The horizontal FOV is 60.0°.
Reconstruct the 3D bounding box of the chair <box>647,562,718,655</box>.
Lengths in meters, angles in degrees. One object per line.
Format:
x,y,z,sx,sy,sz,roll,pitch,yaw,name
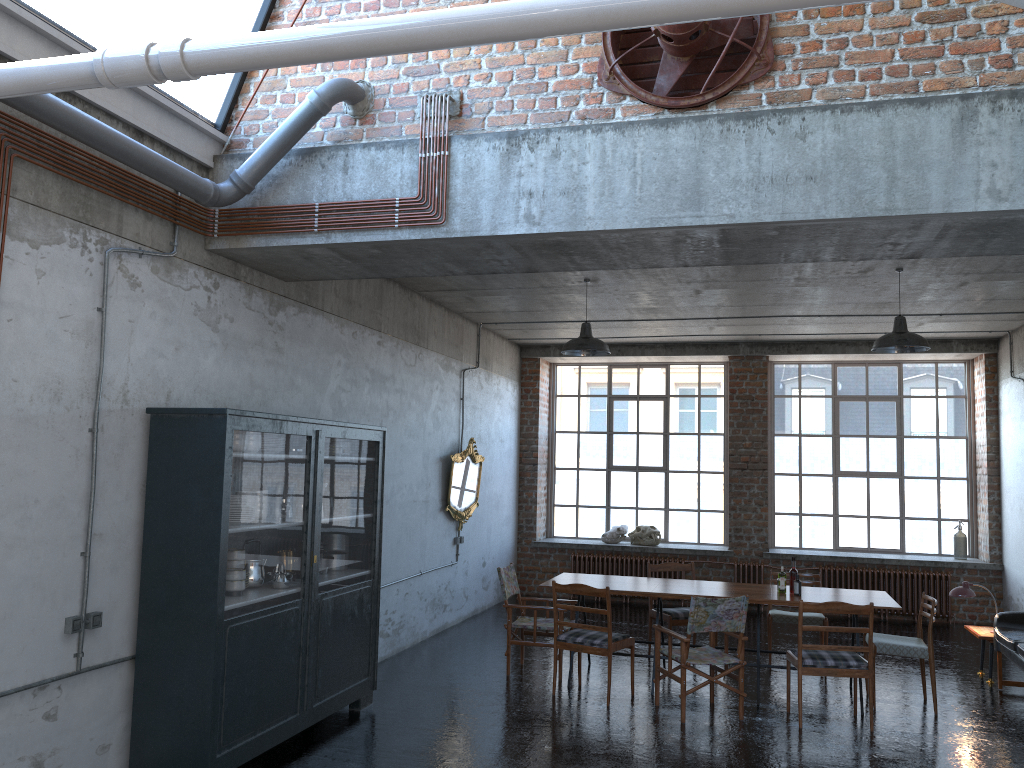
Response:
1.792,2.424,9.351,0.573,1.028,0.509,3,-6,-20,chair

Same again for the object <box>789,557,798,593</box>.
2.579,1.748,8.119,0.075,0.324,0.075,-3,-7,41,object

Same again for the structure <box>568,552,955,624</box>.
3.434,2.910,12.750,5.349,0.713,0.232,0,-5,16,structure

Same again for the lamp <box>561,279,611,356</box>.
0.758,-0.754,9.022,0.502,0.891,0.502,-1,-6,20,lamp

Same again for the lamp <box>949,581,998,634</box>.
4.652,2.232,8.893,0.496,0.492,0.220,1,-5,8,lamp

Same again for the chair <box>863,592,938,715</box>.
3.423,2.338,7.794,0.577,0.971,0.589,0,-5,16,chair

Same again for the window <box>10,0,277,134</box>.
-2.695,-3.297,2.397,0.994,2.404,8.048,0,-5,16,window

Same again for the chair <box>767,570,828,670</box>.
2.947,2.455,9.190,0.589,0.971,0.577,0,-5,16,chair

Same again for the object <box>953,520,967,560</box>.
6.314,2.195,12.494,0.172,0.551,0.172,4,-6,-30,object

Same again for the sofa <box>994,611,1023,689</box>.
4.655,2.234,7.107,0.929,1.045,2.610,0,-5,16,sofa

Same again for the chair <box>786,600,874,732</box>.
2.564,2.244,7.180,0.573,1.028,0.509,1,-5,5,chair

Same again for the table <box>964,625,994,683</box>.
4.992,2.701,8.767,0.811,0.458,0.649,0,-5,16,table

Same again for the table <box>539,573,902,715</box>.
1.877,2.368,8.258,3.112,0.917,1.067,0,-5,16,table

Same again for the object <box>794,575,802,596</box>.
2.571,1.808,7.983,0.051,0.180,0.097,3,-5,-12,object

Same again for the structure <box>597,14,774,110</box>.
1.069,-2.209,5.487,1.058,1.096,0.808,0,-5,16,structure

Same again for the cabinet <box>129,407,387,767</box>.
-1.692,1.400,6.436,0.572,2.297,2.386,0,-5,16,cabinet

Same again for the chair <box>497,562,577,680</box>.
0.247,2.312,8.686,0.713,1.031,0.574,0,-5,16,chair

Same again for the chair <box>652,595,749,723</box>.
1.562,2.219,7.328,0.574,1.031,0.713,3,-5,-14,chair

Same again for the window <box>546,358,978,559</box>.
7.809,2.738,12.743,19.864,12.900,0.747,0,-5,16,window

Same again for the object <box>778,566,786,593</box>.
2.470,1.787,8.105,0.070,0.235,0.041,0,-5,15,object

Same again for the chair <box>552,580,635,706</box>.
0.718,2.258,7.824,0.573,1.028,0.509,-2,-6,35,chair

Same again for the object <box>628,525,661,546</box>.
2.012,2.315,13.593,0.418,0.305,0.625,2,-5,-10,object

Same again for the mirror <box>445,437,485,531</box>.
-0.571,1.266,11.205,0.172,1.182,1.339,0,-5,16,mirror

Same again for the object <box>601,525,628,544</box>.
1.598,2.333,13.775,0.281,0.281,0.575,-3,-7,42,object

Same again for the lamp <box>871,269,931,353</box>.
3.594,-0.758,8.218,0.502,0.891,0.502,-1,-6,20,lamp
